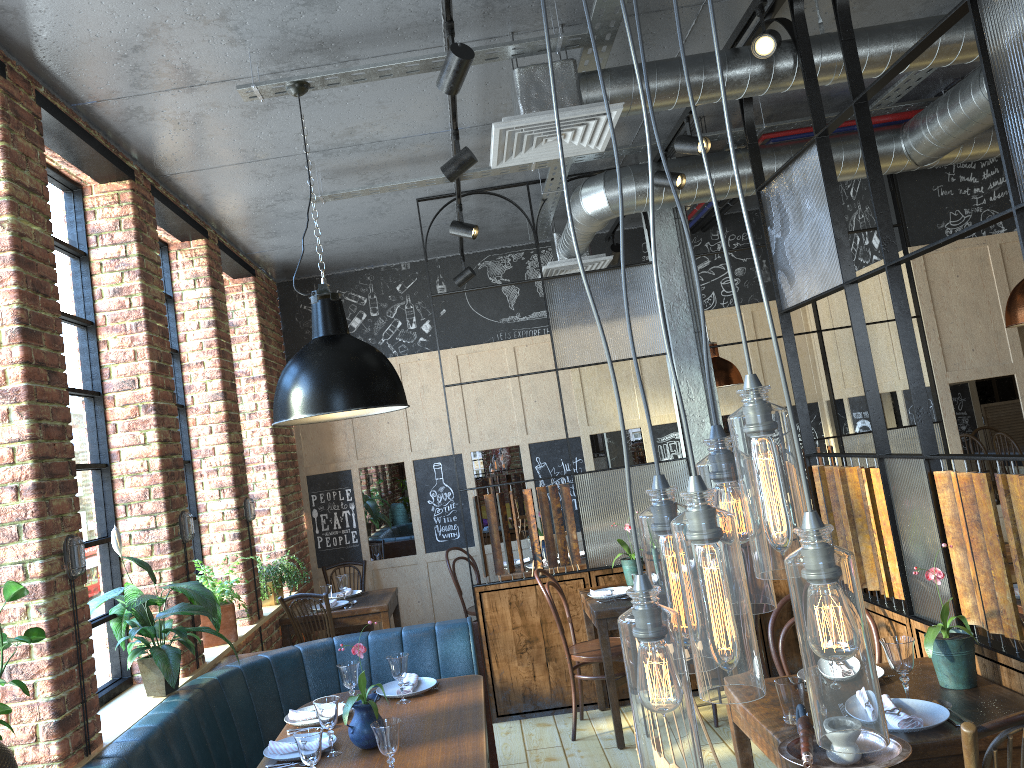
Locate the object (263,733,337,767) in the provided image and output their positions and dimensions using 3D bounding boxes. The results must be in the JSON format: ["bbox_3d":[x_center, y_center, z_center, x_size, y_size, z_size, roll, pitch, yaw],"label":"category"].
[{"bbox_3d":[-0.780,1.326,3.227,0.271,0.052,0.322,-8,-4,2],"label":"object"}]

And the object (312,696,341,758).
[{"bbox_3d":[-0.656,1.232,3.166,0.102,0.192,0.094,-12,-6,29],"label":"object"}]

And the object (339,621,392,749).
[{"bbox_3d":[-0.547,1.098,3.191,0.140,0.433,0.211,-11,-6,17],"label":"object"}]

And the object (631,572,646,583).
[{"bbox_3d":[0.724,1.124,4.962,0.081,0.120,0.087,-5,-6,-32],"label":"object"}]

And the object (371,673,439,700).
[{"bbox_3d":[-0.481,1.327,3.871,0.327,0.052,0.267,-8,-4,3],"label":"object"}]

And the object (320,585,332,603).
[{"bbox_3d":[-1.341,1.520,6.378,0.086,0.120,0.082,-10,-6,17],"label":"object"}]

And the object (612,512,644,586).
[{"bbox_3d":[0.704,0.997,5.328,0.194,0.428,0.152,-6,-7,-29],"label":"object"}]

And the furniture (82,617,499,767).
[{"bbox_3d":[-0.740,1.600,3.239,1.366,0.825,2.602,-8,-4,-2],"label":"furniture"}]

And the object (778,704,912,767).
[{"bbox_3d":[0.502,0.830,1.242,0.167,0.707,0.263,-8,-6,-10],"label":"object"}]

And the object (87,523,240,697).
[{"bbox_3d":[-1.530,0.947,3.754,0.608,0.754,0.731,-8,-5,-2],"label":"object"}]

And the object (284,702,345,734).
[{"bbox_3d":[-0.807,1.357,3.626,0.271,0.052,0.322,-8,-4,2],"label":"object"}]

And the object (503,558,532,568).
[{"bbox_3d":[0.023,1.394,6.909,0.269,0.052,0.324,-8,-4,-3],"label":"object"}]

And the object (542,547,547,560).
[{"bbox_3d":[0.270,1.313,6.762,0.083,0.120,0.085,-8,-5,-11],"label":"object"}]

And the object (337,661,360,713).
[{"bbox_3d":[-0.675,1.271,3.697,0.102,0.192,0.094,-12,-6,29],"label":"object"}]

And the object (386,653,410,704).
[{"bbox_3d":[-0.471,1.243,3.717,0.102,0.192,0.094,-12,-6,29],"label":"object"}]

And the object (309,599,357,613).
[{"bbox_3d":[-1.242,1.520,6.081,0.327,0.052,0.267,-8,-4,3],"label":"object"}]

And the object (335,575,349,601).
[{"bbox_3d":[-1.187,1.449,6.208,0.094,0.192,0.102,-5,-6,-30],"label":"object"}]

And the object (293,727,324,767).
[{"bbox_3d":[-0.636,1.204,2.800,0.102,0.192,0.094,-12,-6,29],"label":"object"}]

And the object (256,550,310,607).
[{"bbox_3d":[-1.650,1.321,6.044,0.499,0.371,0.604,-8,-4,-1],"label":"object"}]

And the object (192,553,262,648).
[{"bbox_3d":[-1.654,1.186,4.867,0.433,0.484,0.445,-10,-5,21],"label":"object"}]

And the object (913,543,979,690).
[{"bbox_3d":[1.354,0.729,2.759,0.144,0.428,0.199,-12,-7,33],"label":"object"}]

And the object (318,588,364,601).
[{"bbox_3d":[-1.263,1.553,6.519,0.327,0.052,0.267,-8,-4,3],"label":"object"}]

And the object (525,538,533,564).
[{"bbox_3d":[0.165,1.299,6.873,0.094,0.192,0.102,-5,-6,-30],"label":"object"}]

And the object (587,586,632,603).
[{"bbox_3d":[0.567,1.187,5.033,0.271,0.052,0.322,-8,-4,2],"label":"object"}]

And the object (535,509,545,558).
[{"bbox_3d":[0.221,1.188,7.136,0.217,0.433,0.136,-8,-6,-3],"label":"object"}]

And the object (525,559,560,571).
[{"bbox_3d":[0.254,1.337,6.575,0.327,0.052,0.267,-8,-4,3],"label":"object"}]

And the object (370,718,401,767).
[{"bbox_3d":[-0.385,1.167,2.781,0.102,0.192,0.094,-12,-6,29],"label":"object"}]

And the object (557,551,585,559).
[{"bbox_3d":[0.475,1.327,6.891,0.271,0.052,0.322,-8,-4,2],"label":"object"}]

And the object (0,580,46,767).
[{"bbox_3d":[-1.553,0.917,2.496,0.398,0.666,0.494,-11,-6,22],"label":"object"}]

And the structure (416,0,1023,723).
[{"bbox_3d":[3.383,-0.244,3.525,5.892,3.339,5.966,-7,-5,-17],"label":"structure"}]
